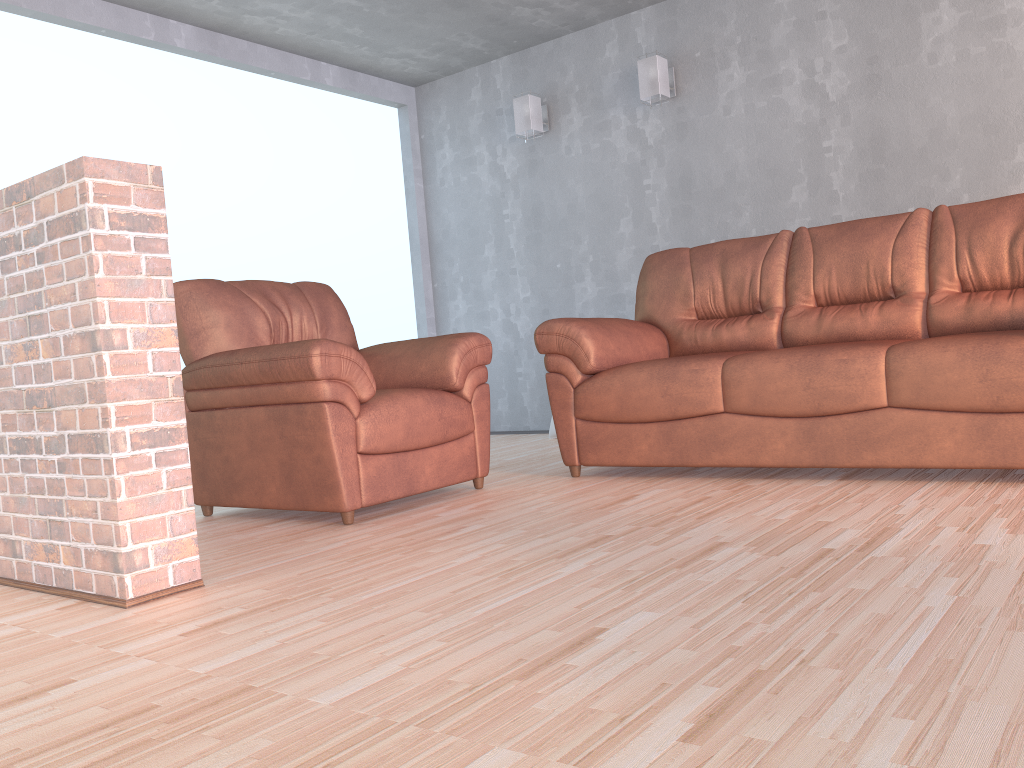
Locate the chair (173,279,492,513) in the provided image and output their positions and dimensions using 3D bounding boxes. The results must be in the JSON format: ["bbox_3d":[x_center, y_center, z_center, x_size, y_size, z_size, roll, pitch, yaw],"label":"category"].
[{"bbox_3d":[-0.706,-0.016,3.473,0.936,0.879,0.970,-4,2,36],"label":"chair"}]

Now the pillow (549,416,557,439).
[{"bbox_3d":[0.388,0.168,5.354,0.327,0.326,0.241,-3,2,41],"label":"pillow"}]

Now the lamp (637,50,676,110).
[{"bbox_3d":[0.818,-1.727,5.049,0.165,0.319,0.177,-4,2,37],"label":"lamp"}]

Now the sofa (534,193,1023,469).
[{"bbox_3d":[1.240,-0.202,3.381,2.202,0.923,0.981,-4,2,37],"label":"sofa"}]

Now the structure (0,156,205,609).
[{"bbox_3d":[-1.448,0.027,2.569,1.422,1.057,0.211,-4,2,37],"label":"structure"}]

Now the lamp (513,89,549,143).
[{"bbox_3d":[0.113,-1.682,5.580,0.165,0.319,0.168,-4,2,37],"label":"lamp"}]
